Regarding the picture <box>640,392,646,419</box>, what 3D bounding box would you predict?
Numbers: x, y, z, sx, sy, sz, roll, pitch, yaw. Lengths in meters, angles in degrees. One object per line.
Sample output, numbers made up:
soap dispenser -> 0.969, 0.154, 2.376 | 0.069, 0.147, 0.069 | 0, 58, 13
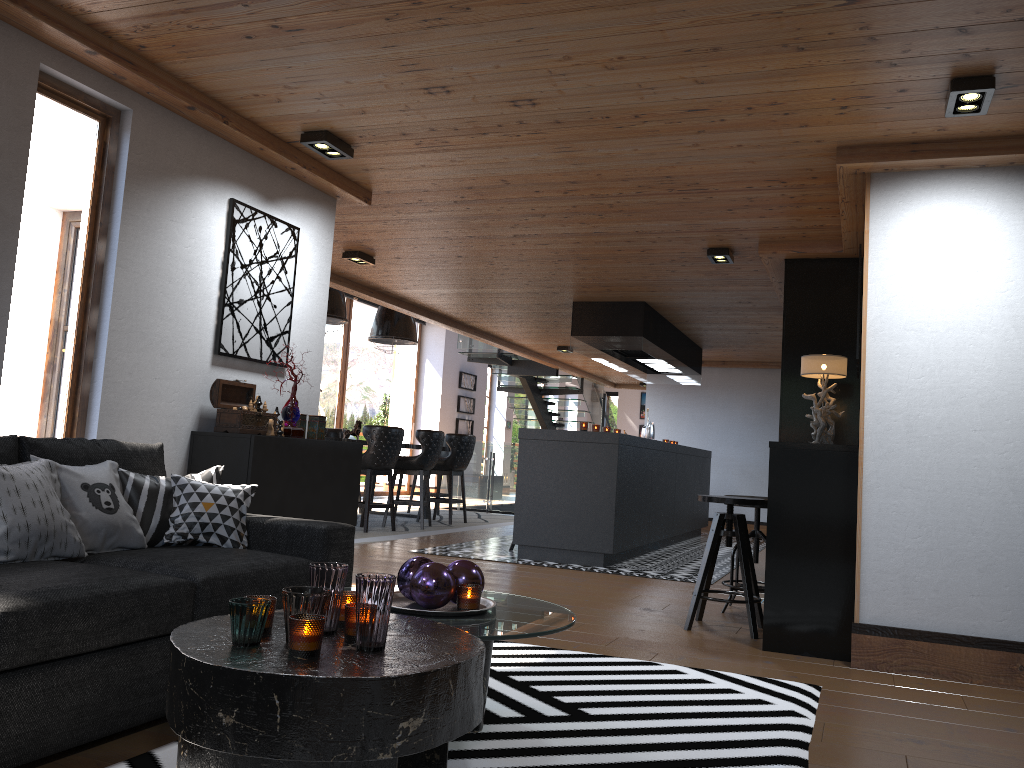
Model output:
picture -> 4.293, 0.668, 26.681 | 0.872, 0.817, 0.036 | 2, -6, 21

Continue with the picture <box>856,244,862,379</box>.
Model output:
picture -> 1.930, -0.374, 4.926 | 0.010, 0.594, 0.932 | 1, -6, 22

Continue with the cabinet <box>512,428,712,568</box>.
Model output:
cabinet -> 1.315, 1.180, 9.601 | 0.882, 1.105, 4.832 | 2, -5, 22

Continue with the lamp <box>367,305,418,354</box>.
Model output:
lamp -> -1.317, -2.707, 11.084 | 0.626, 4.692, 0.615 | 6, -6, -24

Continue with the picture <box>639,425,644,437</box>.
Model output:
picture -> 4.228, 1.657, 26.583 | 0.872, 0.817, 0.036 | 2, -6, 21

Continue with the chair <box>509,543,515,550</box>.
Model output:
chair -> 0.312, 1.138, 8.307 | 0.465, 0.840, 0.542 | 1, -6, 22

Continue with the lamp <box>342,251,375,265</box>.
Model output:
lamp -> -1.224, -1.012, 7.095 | 0.154, 0.068, 0.263 | 2, -5, 21

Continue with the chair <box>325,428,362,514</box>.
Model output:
chair -> -2.234, 1.105, 11.227 | 0.562, 1.093, 0.508 | 1, -6, 30

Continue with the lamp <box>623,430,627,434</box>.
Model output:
lamp -> 2.821, 2.249, 25.796 | 0.521, 1.901, 1.336 | -1, -7, 42

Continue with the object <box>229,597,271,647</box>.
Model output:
object -> -0.598, 0.541, 2.008 | 0.093, 0.099, 0.091 | 7, -6, -32

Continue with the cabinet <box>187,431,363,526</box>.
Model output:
cabinet -> -1.185, 0.508, 4.536 | 0.355, 0.469, 0.961 | 2, -5, 22

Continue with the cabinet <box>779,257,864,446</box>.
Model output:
cabinet -> 3.196, 0.592, 8.833 | 0.539, 2.384, 6.472 | 2, -5, 22

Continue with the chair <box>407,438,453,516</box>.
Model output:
chair -> -1.076, 1.250, 12.180 | 0.500, 1.093, 0.572 | 2, -6, 20

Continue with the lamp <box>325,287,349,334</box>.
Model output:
lamp -> -1.903, -2.869, 9.601 | 0.626, 4.692, 0.615 | 6, -6, -24

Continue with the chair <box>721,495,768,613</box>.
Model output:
chair -> 1.501, 1.055, 5.454 | 0.437, 0.718, 0.444 | 1, -6, 25

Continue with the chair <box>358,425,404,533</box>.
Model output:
chair -> -1.427, 0.974, 9.070 | 0.562, 1.093, 0.508 | 1, -6, 30

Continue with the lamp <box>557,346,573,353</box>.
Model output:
lamp -> 0.721, -0.473, 12.021 | 0.154, 0.068, 0.263 | 2, -5, 21

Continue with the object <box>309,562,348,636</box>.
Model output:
object -> -0.458, 0.529, 2.185 | 0.095, 0.168, 0.094 | 4, -6, -8

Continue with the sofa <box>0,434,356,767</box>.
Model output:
sofa -> -1.177, 0.534, 2.079 | 2.072, 0.819, 3.109 | 2, -5, 21

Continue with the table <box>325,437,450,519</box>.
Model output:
table -> -1.791, 1.138, 10.303 | 1.418, 0.951, 3.821 | 2, -5, 21

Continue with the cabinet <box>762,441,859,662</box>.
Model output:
cabinet -> 1.730, 0.872, 4.993 | 0.426, 1.011, 1.636 | 2, -5, 22

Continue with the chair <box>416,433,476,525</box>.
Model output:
chair -> -0.757, 1.147, 10.726 | 0.564, 1.093, 0.507 | 2, -6, 20

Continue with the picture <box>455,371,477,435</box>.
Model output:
picture -> -0.961, 0.430, 18.639 | 0.059, 1.314, 0.779 | 2, -6, 22

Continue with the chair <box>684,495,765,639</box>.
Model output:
chair -> 1.175, 0.979, 4.822 | 0.390, 0.722, 0.395 | 2, -6, 21

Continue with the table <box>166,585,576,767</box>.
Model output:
table -> -0.372, 0.832, 2.506 | 0.889, 0.372, 1.534 | 2, -5, 22

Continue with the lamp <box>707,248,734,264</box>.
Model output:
lamp -> 1.475, -0.911, 6.265 | 0.154, 0.068, 0.263 | 2, -5, 21

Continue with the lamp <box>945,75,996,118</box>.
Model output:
lamp -> 1.786, -1.128, 3.462 | 0.154, 0.068, 0.263 | 2, -5, 21

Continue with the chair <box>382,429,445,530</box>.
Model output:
chair -> -1.065, 1.050, 9.812 | 0.567, 1.093, 0.504 | 3, -6, 5

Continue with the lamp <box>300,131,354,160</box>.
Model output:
lamp -> -0.933, -1.213, 4.488 | 0.154, 0.068, 0.263 | 2, -5, 21

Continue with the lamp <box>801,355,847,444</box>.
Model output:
lamp -> 1.745, 0.106, 4.978 | 0.245, 0.516, 0.249 | 1, -6, 25

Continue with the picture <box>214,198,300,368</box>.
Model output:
picture -> -1.309, -0.502, 4.603 | 0.020, 0.783, 0.566 | 2, -6, 22
